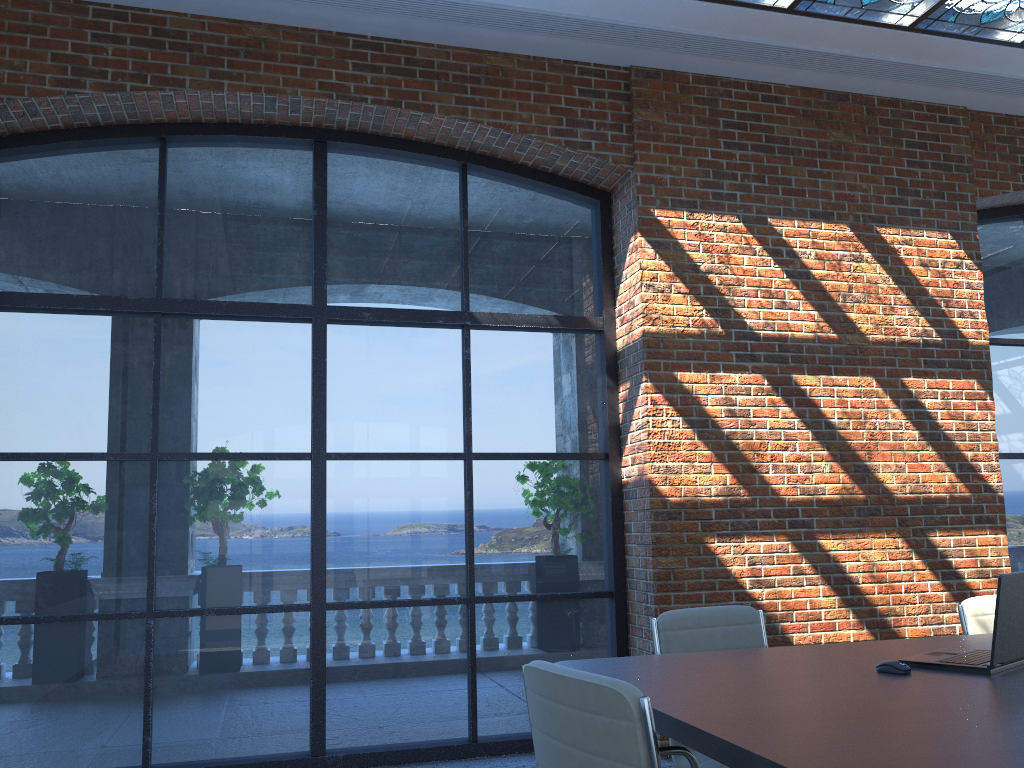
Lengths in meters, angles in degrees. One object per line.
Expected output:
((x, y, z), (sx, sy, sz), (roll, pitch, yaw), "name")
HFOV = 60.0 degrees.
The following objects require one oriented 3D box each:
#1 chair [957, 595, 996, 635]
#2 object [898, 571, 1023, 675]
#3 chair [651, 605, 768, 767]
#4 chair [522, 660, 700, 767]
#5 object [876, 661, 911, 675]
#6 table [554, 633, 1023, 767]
((2.257, 1.317, 3.498), (0.560, 0.918, 0.710), (3, -9, -26), "chair")
((1.415, 0.715, 2.719), (0.391, 0.281, 0.324), (6, -12, -42), "object")
((0.934, 1.305, 3.236), (0.560, 0.918, 0.710), (3, -9, -26), "chair")
((0.436, 1.135, 2.147), (0.707, 0.918, 0.562), (3, -9, -26), "chair")
((1.110, 0.824, 2.582), (0.059, 0.034, 0.101), (5, -11, -35), "object")
((2.538, 1.223, 2.630), (4.504, 0.806, 1.819), (1, -10, -15), "table")
